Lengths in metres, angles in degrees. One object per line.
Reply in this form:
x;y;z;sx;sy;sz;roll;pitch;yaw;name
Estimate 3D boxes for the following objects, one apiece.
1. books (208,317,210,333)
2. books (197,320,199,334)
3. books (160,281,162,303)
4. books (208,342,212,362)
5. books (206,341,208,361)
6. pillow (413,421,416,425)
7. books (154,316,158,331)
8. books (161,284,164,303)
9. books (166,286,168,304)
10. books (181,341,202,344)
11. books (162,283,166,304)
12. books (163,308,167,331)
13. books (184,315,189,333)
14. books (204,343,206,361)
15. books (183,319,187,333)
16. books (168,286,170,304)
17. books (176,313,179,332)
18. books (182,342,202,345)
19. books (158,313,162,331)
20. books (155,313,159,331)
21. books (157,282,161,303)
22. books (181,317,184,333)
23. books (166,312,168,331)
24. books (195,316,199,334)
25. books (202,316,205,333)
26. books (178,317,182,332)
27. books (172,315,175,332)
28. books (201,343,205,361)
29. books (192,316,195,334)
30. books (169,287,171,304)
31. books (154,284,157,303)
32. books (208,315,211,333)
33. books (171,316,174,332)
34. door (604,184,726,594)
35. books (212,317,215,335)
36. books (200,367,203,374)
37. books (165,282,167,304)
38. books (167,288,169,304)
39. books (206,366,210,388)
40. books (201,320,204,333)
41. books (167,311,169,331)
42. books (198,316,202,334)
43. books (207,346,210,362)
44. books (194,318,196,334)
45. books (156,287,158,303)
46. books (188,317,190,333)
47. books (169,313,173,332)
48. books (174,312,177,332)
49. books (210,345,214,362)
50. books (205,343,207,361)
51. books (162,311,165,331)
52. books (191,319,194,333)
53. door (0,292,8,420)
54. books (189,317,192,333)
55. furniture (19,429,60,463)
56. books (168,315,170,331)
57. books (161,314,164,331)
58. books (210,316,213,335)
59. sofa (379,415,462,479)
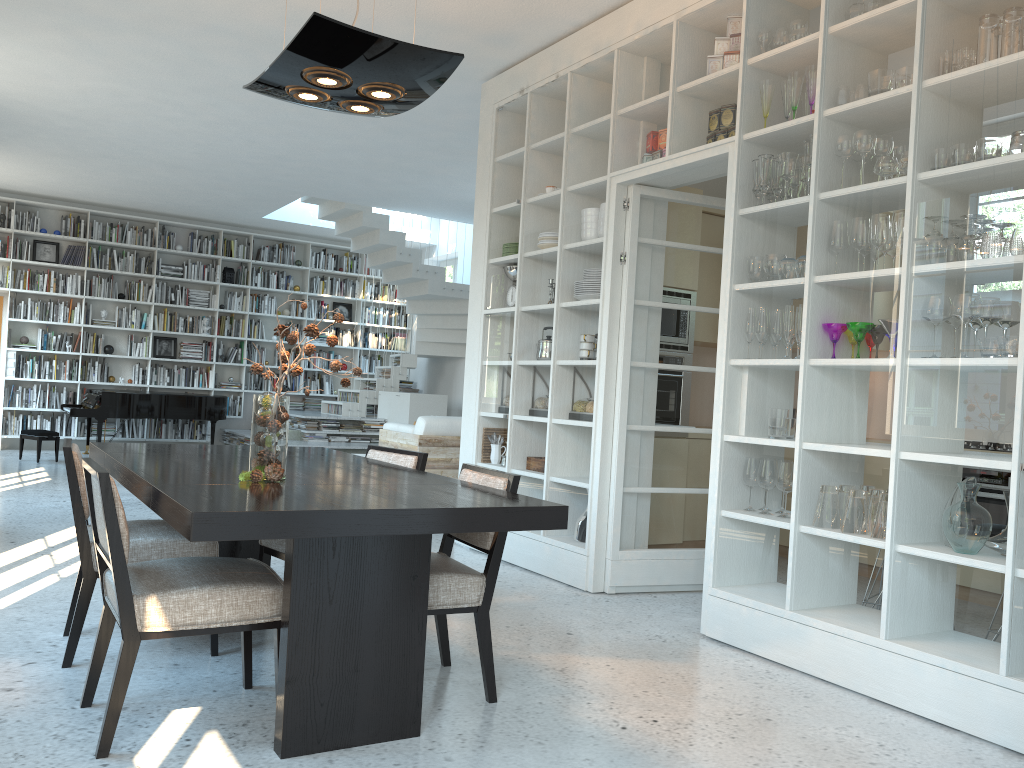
-4.270;-0.810;12.417;0.025;0.259;0.130;3;0;-31;books
-4.386;-0.791;12.359;0.022;0.206;0.114;3;0;-31;books
-4.803;-1.242;12.094;0.014;0.313;0.133;3;0;-31;books
-4.246;-0.450;12.435;0.011;0.279;0.186;3;0;-31;books
-4.290;-0.457;12.422;0.011;0.288;0.152;3;0;-31;books
-0.726;0.481;7.442;0.200;0.339;0.462;4;0;-37;pillow
-4.848;-0.824;12.054;0.053;0.208;0.156;3;0;-31;books
-4.774;-1.217;12.082;0.025;0.266;0.185;3;0;-31;books
-4.732;-1.207;12.122;0.011;0.252;0.153;3;0;-31;books
-4.453;-0.572;12.312;0.254;0.012;0.161;4;-1;-27;books
-4.760;-1.230;12.111;0.029;0.295;0.151;3;0;-31;books
-4.741;-0.871;12.099;0.014;0.317;0.188;3;0;-31;books
-4.505;-0.825;12.274;0.014;0.258;0.161;3;0;-31;books
-4.315;-0.446;12.396;0.011;0.261;0.184;3;0;-31;books
-4.539;-0.798;12.265;0.050;0.199;0.145;3;0;-31;books
-4.708;-1.204;12.133;0.014;0.250;0.172;3;0;-31;books
-4.612;-0.837;12.188;0.028;0.267;0.189;3;0;-31;books
-4.455;-0.560;12.314;0.254;0.012;0.161;4;-1;-34;books
-4.813;-0.841;12.099;0.026;0.248;0.139;3;0;-31;books
-4.838;-0.839;12.074;0.042;0.242;0.162;3;0;-31;books
-4.811;-1.235;12.068;0.026;0.297;0.179;3;0;-31;books
-4.566;-0.808;12.234;0.030;0.215;0.168;3;0;-31;books
-4.730;-0.845;12.105;0.015;0.266;0.189;3;0;-31;books
-4.396;-0.818;12.333;0.025;0.258;0.150;3;0;-31;books
-4.320;-0.815;12.398;0.014;0.263;0.135;3;0;-31;books
-4.589;-0.810;12.219;0.024;0.216;0.175;3;0;-31;books
-4.657;-0.824;12.186;0.025;0.236;0.137;3;0;-31;books
-4.326;-0.443;12.392;0.012;0.254;0.161;3;0;-31;books
-4.424;-0.814;12.295;0.012;0.245;0.186;3;0;-31;books
-4.698;-1.198;12.140;0.011;0.239;0.147;3;0;-31;books
-4.858;-1.223;12.042;0.026;0.267;0.170;3;0;-31;books
-4.254;-0.819;12.439;0.025;0.279;0.108;3;0;-31;books
-4.670;-0.821;12.170;0.012;0.228;0.169;3;0;-31;books
0.969;0.052;4.985;0.839;2.228;0.067;3;0;-21;door
-4.212;-0.809;12.468;0.023;0.265;0.107;3;0;-31;books
-4.355;-0.093;12.408;0.010;0.284;0.132;3;0;-31;books
-4.738;-1.231;12.115;0.011;0.300;0.179;3;0;-31;books
-4.722;-1.197;12.129;0.014;0.233;0.147;3;0;-31;books
-4.273;-0.096;12.447;0.011;0.300;0.149;3;0;-31;books
-4.338;-0.786;12.378;0.035;0.201;0.149;3;0;-31;books
-4.718;-0.851;12.130;0.010;0.281;0.170;3;0;-31;books
-4.362;-0.816;12.365;0.024;0.259;0.126;3;0;-31;books
-4.270;-0.421;12.441;0.021;0.217;0.132;3;0;-31;books
-4.428;-0.806;12.336;0.025;0.230;0.143;3;0;-31;books
-4.845;-1.202;12.069;0.027;0.228;0.147;3;0;-31;books
-4.493;-0.812;12.276;0.010;0.234;0.174;3;0;-31;books
-4.697;-0.838;12.177;0.028;0.259;0.134;3;0;-31;books
-4.636;-0.847;12.190;0.013;0.283;0.176;3;0;-31;books
-4.223;-0.424;12.438;0.034;0.229;0.199;3;0;-31;books
-4.301;-0.442;12.417;0.013;0.256;0.162;3;0;-31;books
-4.774;-0.856;12.129;0.010;0.284;0.136;3;0;-31;books
-4.449;-0.793;12.294;0.029;0.200;0.178;3;0;-31;books
-7.036;-0.203;11.414;0.834;1.981;0.786;3;0;-31;door
-4.472;-0.806;12.277;0.029;0.224;0.185;3;0;-31;books
-5.303;0.688;9.947;0.467;0.353;0.240;3;0;34;furniture
-4.717;-0.824;12.158;0.024;0.228;0.147;3;0;-31;books
-4.786;-0.835;12.109;0.029;0.240;0.155;3;0;-31;books
-4.229;-0.811;12.435;0.014;0.266;0.153;3;0;-31;books
-0.026;0.724;7.861;2.195;0.854;0.871;4;-1;-31;sofa
